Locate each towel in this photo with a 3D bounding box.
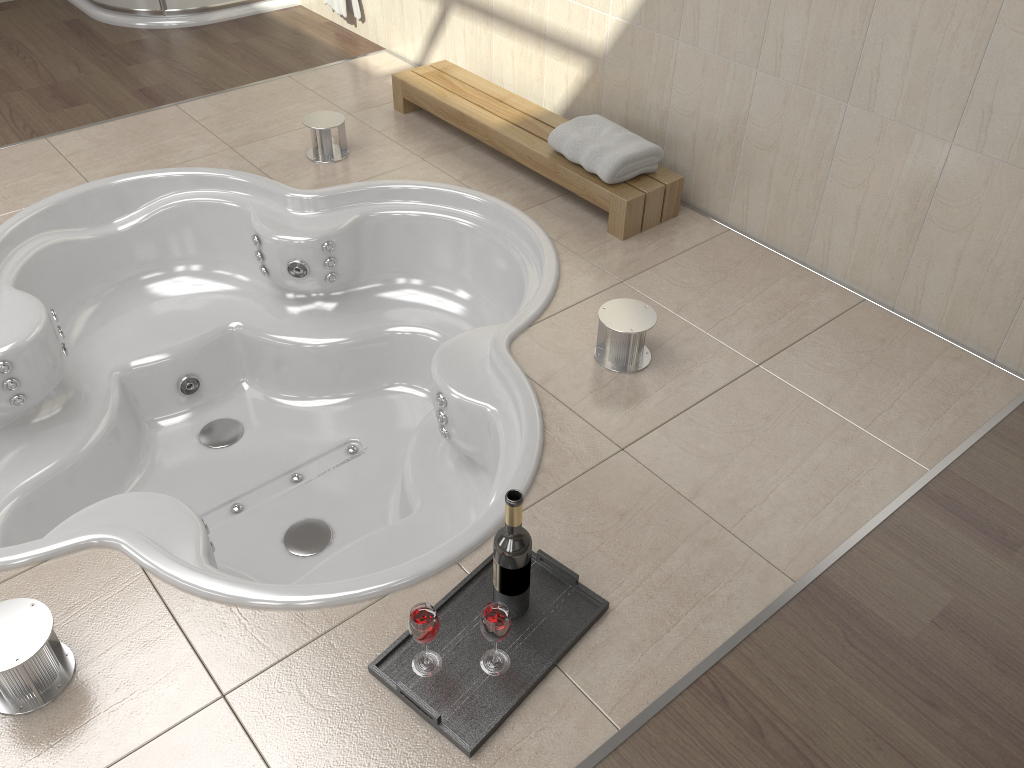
[{"bbox_3d":[-0.779,-1.958,3.907,0.083,0.635,0.280,-27,48,-30],"label":"towel"},{"bbox_3d":[0.295,-0.767,2.866,0.233,0.099,0.331,-24,46,-27],"label":"towel"}]

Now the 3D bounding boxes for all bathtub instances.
[{"bbox_3d":[-0.771,0.089,2.604,1.754,0.674,1.751,4,40,3],"label":"bathtub"}]

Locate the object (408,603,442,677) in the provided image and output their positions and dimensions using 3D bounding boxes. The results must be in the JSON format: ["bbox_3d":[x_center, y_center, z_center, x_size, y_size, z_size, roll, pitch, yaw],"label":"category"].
[{"bbox_3d":[-0.154,0.451,1.566,0.055,0.153,0.055,32,49,31],"label":"object"}]

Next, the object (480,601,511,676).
[{"bbox_3d":[-0.029,0.450,1.571,0.055,0.153,0.055,32,49,31],"label":"object"}]

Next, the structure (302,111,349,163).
[{"bbox_3d":[-0.665,-0.882,3.167,0.150,0.131,0.150,29,47,29],"label":"structure"}]

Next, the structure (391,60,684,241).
[{"bbox_3d":[0.040,-0.876,3.175,0.260,0.140,1.280,-27,48,-30],"label":"structure"}]

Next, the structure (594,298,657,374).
[{"bbox_3d":[0.292,-0.125,2.295,0.150,0.131,0.150,-20,44,-23],"label":"structure"}]

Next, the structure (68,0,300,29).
[{"bbox_3d":[-1.686,-2.697,3.906,0.900,1.917,0.900,-28,48,-30],"label":"structure"}]

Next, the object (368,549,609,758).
[{"bbox_3d":[-0.036,0.465,1.656,0.250,0.040,0.400,29,47,29],"label":"object"}]

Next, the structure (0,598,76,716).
[{"bbox_3d":[-0.862,0.475,1.549,0.150,0.131,0.150,-24,46,-27],"label":"structure"}]

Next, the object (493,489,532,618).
[{"bbox_3d":[0.001,0.308,1.620,0.070,0.307,0.070,12,41,12],"label":"object"}]
